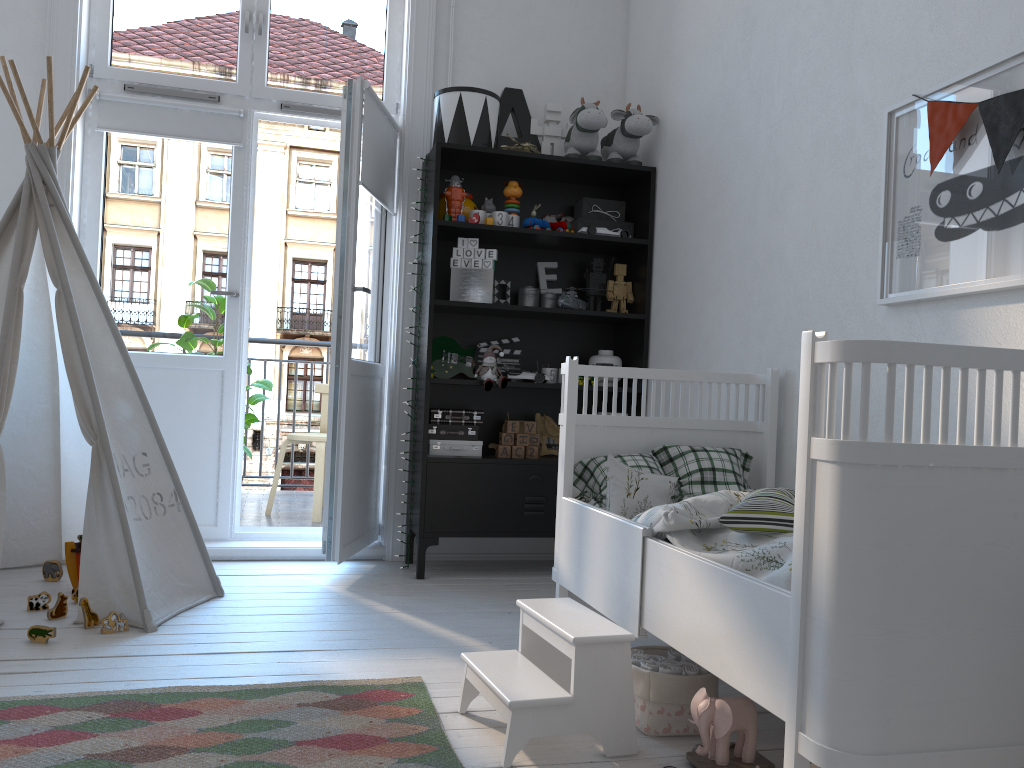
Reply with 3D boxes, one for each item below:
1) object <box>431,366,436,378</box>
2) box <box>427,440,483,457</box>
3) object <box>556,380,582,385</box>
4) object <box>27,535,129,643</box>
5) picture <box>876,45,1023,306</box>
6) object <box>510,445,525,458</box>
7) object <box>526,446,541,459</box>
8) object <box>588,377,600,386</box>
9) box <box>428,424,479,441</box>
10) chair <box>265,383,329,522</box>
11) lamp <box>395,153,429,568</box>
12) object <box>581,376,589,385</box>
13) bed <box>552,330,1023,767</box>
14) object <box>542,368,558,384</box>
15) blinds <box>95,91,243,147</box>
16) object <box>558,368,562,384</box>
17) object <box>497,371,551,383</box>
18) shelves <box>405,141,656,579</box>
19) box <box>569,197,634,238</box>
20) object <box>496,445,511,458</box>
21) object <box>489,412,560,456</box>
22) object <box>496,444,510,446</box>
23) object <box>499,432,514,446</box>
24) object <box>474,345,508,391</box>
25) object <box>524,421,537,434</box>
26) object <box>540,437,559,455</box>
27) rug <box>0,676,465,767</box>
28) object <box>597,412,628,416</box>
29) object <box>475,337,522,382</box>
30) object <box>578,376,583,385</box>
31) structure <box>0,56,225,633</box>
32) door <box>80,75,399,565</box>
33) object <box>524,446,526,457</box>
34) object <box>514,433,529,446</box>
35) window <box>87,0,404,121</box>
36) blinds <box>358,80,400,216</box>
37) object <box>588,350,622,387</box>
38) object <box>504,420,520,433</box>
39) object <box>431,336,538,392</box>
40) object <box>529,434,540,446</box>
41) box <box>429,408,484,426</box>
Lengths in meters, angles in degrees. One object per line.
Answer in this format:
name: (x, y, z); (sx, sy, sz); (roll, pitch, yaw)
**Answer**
object: (-0.331, -0.048, 3.609); (0.042, 0.054, 0.031); (3, -1, -5)
box: (-0.243, 0.256, 3.605); (0.216, 0.062, 0.179); (3, -1, -15)
object: (0.227, -0.010, 3.808); (0.163, 0.034, 0.069); (3, -1, -15)
object: (-1.294, 0.553, 2.782); (0.385, 0.283, 0.856); (3, -1, -23)
picture: (1.023, -0.443, 1.878); (0.030, 0.492, 0.703); (3, -1, -15)
object: (0.021, 0.274, 3.583); (0.050, 0.050, 0.050); (3, -1, -10)
object: (0.086, 0.277, 3.600); (0.050, 0.050, 0.050); (2, -1, 15)
object: (0.337, -0.018, 3.644); (0.042, 0.054, 0.031); (2, -1, 30)
box: (-0.258, 0.194, 3.601); (0.216, 0.062, 0.179); (3, -1, -15)
chair: (-1.019, 0.352, 4.813); (0.436, 0.715, 0.498); (2, -1, 30)
lamp: (0.030, -0.075, 3.721); (0.985, 1.684, 0.095); (3, 0, -17)
object: (0.300, -0.019, 3.665); (0.042, 0.054, 0.031); (3, -1, -15)
bed: (0.605, 0.352, 2.003); (0.670, 0.832, 1.404); (3, -1, -15)
object: (0.156, -0.032, 3.675); (0.067, 0.067, 0.067); (3, -1, -1)
blinds: (-1.393, -1.080, 3.624); (0.565, 0.158, 0.032); (3, 0, -15)
object: (0.225, -0.029, 3.645); (0.067, 0.067, 0.067); (3, -1, -1)
object: (0.044, -0.028, 3.605); (0.230, 0.048, 0.098); (2, -1, 10)
shelves: (0.071, -0.070, 3.667); (0.911, 1.677, 0.353); (3, 0, -15)
box: (0.382, -0.689, 3.793); (0.251, 0.189, 0.179); (3, -1, -15)
object: (-0.036, 0.271, 3.568); (0.050, 0.050, 0.050); (3, -1, -15)
object: (0.074, 0.213, 3.735); (0.337, 0.186, 0.111); (3, -1, 0)
object: (-0.035, 0.272, 3.625); (0.050, 0.050, 0.050); (3, -1, -15)
object: (-0.022, 0.222, 3.592); (0.050, 0.050, 0.050); (3, -1, -15)
object: (-0.076, -0.063, 3.453); (0.110, 0.186, 0.129); (3, -1, -28)
object: (0.076, 0.177, 3.612); (0.050, 0.050, 0.050); (2, -1, 5)
object: (0.197, 0.248, 3.859); (0.347, 0.120, 0.034); (3, 0, -15)
rug: (-0.600, 0.693, 1.054); (1.320, 0.016, 2.028); (3, -1, -15)
object: (0.419, 0.219, 3.735); (0.132, 0.199, 0.267); (3, -1, -15)
object: (-0.055, -0.104, 3.734); (0.201, 0.199, 0.048); (3, 0, -15)
object: (0.273, -0.021, 3.603); (0.031, 0.054, 0.042); (2, -1, 35)
structure: (-1.516, -0.181, 2.812); (1.143, 1.749, 1.143); (3, -1, -39)
door: (-1.085, -0.263, 3.475); (1.264, 1.838, 0.636); (3, 0, -13)
object: (0.078, 0.277, 3.658); (0.050, 0.050, 0.050); (3, -1, -15)
object: (0.038, 0.225, 3.587); (0.050, 0.050, 0.050); (3, -1, -15)
window: (-1.084, -1.510, 3.724); (1.263, 0.660, 0.101); (3, 0, -15)
blinds: (-0.524, -0.926, 3.562); (0.032, 0.390, 0.565); (2, -1, 5)
object: (0.393, -0.062, 3.742); (0.139, 0.162, 0.139); (3, -1, -40)
object: (0.000, 0.174, 3.590); (0.050, 0.050, 0.050); (3, -1, -15)
object: (-0.102, -0.075, 3.748); (0.542, 0.239, 0.093); (3, 0, -14)
object: (0.083, 0.228, 3.627); (0.050, 0.050, 0.050); (3, -1, -15)
box: (-0.238, 0.133, 3.608); (0.216, 0.062, 0.179); (3, -1, -15)
